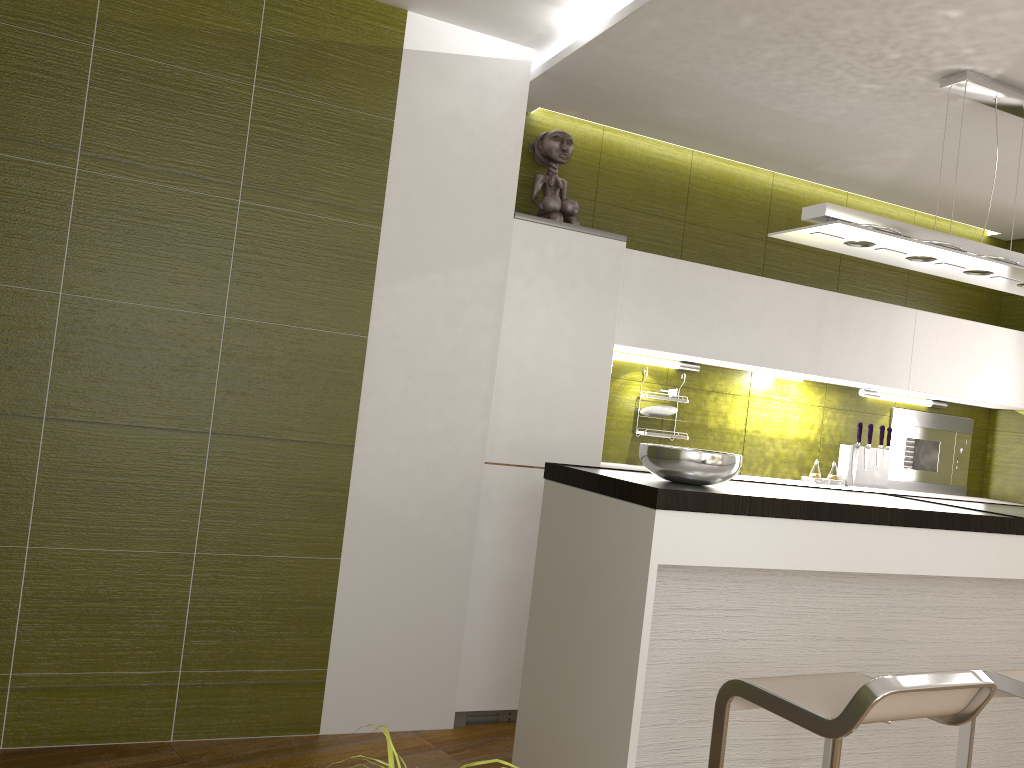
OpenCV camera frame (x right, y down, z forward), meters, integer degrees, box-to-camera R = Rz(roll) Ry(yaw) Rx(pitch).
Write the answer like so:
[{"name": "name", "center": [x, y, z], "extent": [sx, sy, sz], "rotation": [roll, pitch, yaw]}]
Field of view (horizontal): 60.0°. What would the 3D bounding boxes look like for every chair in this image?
[{"name": "chair", "center": [1.494, 1.114, 2.346], "extent": [0.418, 0.857, 0.460], "rotation": [7, -2, -24]}, {"name": "chair", "center": [0.728, 1.015, 2.000], "extent": [0.418, 0.857, 0.460], "rotation": [8, -2, -29]}]

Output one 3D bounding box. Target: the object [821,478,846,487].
[{"name": "object", "center": [1.727, 0.530, 4.778], "extent": [0.107, 0.032, 0.107], "rotation": [7, -1, -12]}]

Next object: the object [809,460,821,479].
[{"name": "object", "center": [1.614, 0.459, 4.712], "extent": [0.059, 0.121, 0.059], "rotation": [6, -2, 22]}]

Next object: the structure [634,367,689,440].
[{"name": "structure", "center": [0.755, 0.103, 4.387], "extent": [0.266, 0.346, 0.110], "rotation": [7, -2, -24]}]

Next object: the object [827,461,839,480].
[{"name": "object", "center": [1.734, 0.475, 4.779], "extent": [0.059, 0.121, 0.059], "rotation": [6, -2, 33]}]

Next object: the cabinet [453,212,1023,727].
[{"name": "cabinet", "center": [1.314, 0.531, 4.593], "extent": [3.471, 2.089, 0.724], "rotation": [7, -2, -24]}]

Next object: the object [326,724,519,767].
[{"name": "object", "center": [-0.143, 0.863, 1.001], "extent": [0.585, 0.904, 0.606], "rotation": [6, -2, 35]}]

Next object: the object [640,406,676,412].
[{"name": "object", "center": [0.719, 0.134, 4.336], "extent": [0.181, 0.052, 0.173], "rotation": [7, -2, -24]}]

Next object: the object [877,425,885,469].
[{"name": "object", "center": [2.013, 0.346, 4.851], "extent": [0.036, 0.243, 0.013], "rotation": [7, -2, -24]}]

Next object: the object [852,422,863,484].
[{"name": "object", "center": [1.855, 0.374, 4.781], "extent": [0.046, 0.339, 0.013], "rotation": [7, -2, -24]}]

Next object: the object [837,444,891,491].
[{"name": "object", "center": [1.927, 0.458, 4.860], "extent": [0.293, 0.227, 0.107], "rotation": [7, -2, -24]}]

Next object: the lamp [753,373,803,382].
[{"name": "lamp", "center": [1.423, -0.036, 4.739], "extent": [0.334, 0.008, 0.008], "rotation": [7, -2, -24]}]

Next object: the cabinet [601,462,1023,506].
[{"name": "cabinet", "center": [1.546, 1.063, 4.576], "extent": [2.940, 1.086, 0.465], "rotation": [7, -2, -24]}]

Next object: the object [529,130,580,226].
[{"name": "object", "center": [0.201, -0.913, 3.982], "extent": [0.195, 0.488, 0.304], "rotation": [7, -2, -26]}]

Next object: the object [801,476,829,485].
[{"name": "object", "center": [1.607, 0.514, 4.710], "extent": [0.107, 0.032, 0.107], "rotation": [7, -2, -24]}]

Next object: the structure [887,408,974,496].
[{"name": "structure", "center": [2.455, 0.407, 5.203], "extent": [0.663, 0.469, 0.015], "rotation": [7, -2, -24]}]

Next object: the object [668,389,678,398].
[{"name": "object", "center": [0.798, 0.047, 4.416], "extent": [0.046, 0.053, 0.051], "rotation": [7, -1, 7]}]

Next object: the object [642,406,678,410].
[{"name": "object", "center": [0.719, 0.131, 4.337], "extent": [0.181, 0.052, 0.173], "rotation": [7, -2, -24]}]

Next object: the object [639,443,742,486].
[{"name": "object", "center": [0.545, 0.253, 2.736], "extent": [0.311, 0.105, 0.311], "rotation": [7, -1, -11]}]

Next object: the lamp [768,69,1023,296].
[{"name": "lamp", "center": [1.744, -0.743, 3.251], "extent": [1.677, 0.683, 0.326], "rotation": [7, -2, -24]}]

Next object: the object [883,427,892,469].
[{"name": "object", "center": [2.059, 0.351, 4.872], "extent": [0.040, 0.231, 0.013], "rotation": [7, -2, -24]}]

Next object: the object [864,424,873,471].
[{"name": "object", "center": [1.931, 0.346, 4.815], "extent": [0.042, 0.264, 0.013], "rotation": [7, -2, -24]}]

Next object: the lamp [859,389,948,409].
[{"name": "lamp", "center": [2.240, 0.087, 5.060], "extent": [0.716, 0.041, 0.095], "rotation": [7, -2, -24]}]

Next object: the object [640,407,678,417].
[{"name": "object", "center": [0.719, 0.137, 4.335], "extent": [0.181, 0.052, 0.173], "rotation": [7, -2, -24]}]

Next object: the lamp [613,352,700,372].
[{"name": "lamp", "center": [0.621, -0.121, 4.363], "extent": [0.715, 0.041, 0.041], "rotation": [7, -2, -24]}]

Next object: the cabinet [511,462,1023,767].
[{"name": "cabinet", "center": [1.512, 0.998, 3.179], "extent": [2.947, 1.134, 0.663], "rotation": [7, -2, -24]}]
